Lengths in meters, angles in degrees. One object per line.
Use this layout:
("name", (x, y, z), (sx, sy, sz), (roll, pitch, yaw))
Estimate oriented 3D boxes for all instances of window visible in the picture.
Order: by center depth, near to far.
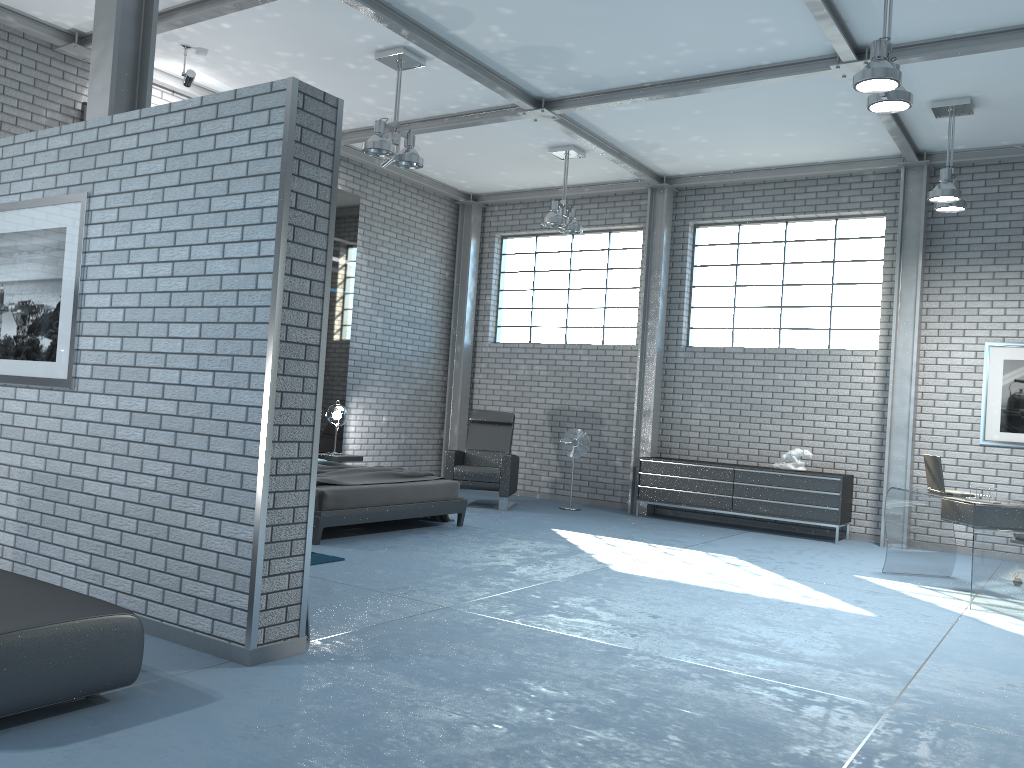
("window", (3.092, -1.127, 10.115), (2.200, 1.500, 0.100), (3, -2, 33))
("window", (0.753, -1.245, 11.651), (2.200, 1.500, 0.100), (3, -2, 33))

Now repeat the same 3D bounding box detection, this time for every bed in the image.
("bed", (-1.833, 0.924, 8.269), (2.261, 0.674, 2.290), (3, -2, 33))

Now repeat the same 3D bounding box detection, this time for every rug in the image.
("rug", (-2.287, 1.171, 6.450), (2.060, 0.012, 0.886), (3, -2, 33))

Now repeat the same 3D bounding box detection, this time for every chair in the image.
("chair", (-0.319, 0.856, 10.367), (0.763, 1.099, 0.940), (4, -1, 8))

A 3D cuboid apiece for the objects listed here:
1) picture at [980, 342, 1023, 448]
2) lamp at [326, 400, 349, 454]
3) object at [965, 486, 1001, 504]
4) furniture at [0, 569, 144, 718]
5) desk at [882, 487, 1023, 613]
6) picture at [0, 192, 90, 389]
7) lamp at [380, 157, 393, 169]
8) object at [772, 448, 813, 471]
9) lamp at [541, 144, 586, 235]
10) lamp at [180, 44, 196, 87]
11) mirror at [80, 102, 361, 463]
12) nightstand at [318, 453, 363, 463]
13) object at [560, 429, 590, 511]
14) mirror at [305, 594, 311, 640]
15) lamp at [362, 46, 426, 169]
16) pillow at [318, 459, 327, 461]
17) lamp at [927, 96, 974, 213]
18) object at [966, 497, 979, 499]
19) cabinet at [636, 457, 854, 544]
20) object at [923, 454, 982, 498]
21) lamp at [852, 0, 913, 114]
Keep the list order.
("picture", (5.270, 0.122, 8.355), (1.490, 1.015, 0.020), (3, -2, 33))
("lamp", (-1.955, 0.477, 9.887), (0.250, 0.596, 0.259), (3, -2, 42))
("object", (3.285, 0.771, 6.183), (0.100, 0.102, 0.200), (5, -2, -32))
("furniture", (-2.065, 0.907, 3.339), (1.291, 0.301, 0.685), (3, -2, 33))
("desk", (3.394, 1.202, 6.678), (0.593, 0.718, 1.358), (4, -1, -2))
("picture", (-2.835, -0.511, 4.959), (1.490, 1.015, 0.020), (3, -2, 33))
("lamp", (-1.362, -2.521, 9.660), (0.161, 0.343, 0.137), (4, -1, 3))
("object", (2.992, 0.802, 9.460), (0.151, 0.244, 0.496), (5, -2, -32))
("lamp", (0.577, -2.125, 9.674), (0.300, 0.872, 0.639), (3, -2, 33))
("lamp", (-2.754, -2.686, 7.503), (0.137, 0.311, 0.166), (5, -2, -32))
("mirror", (-2.838, -0.554, 8.923), (0.050, 3.500, 3.400), (3, -2, 33))
("nightstand", (-1.947, 1.032, 9.809), (0.400, 0.501, 0.400), (3, -2, 33))
("object", (0.718, 1.001, 10.479), (0.342, 0.954, 0.258), (4, -1, -1))
("mirror", (-1.240, 0.699, 4.302), (0.674, 0.978, 0.165), (3, -2, 33))
("lamp", (-0.951, -2.288, 7.333), (0.300, 0.872, 0.639), (3, -2, 33))
("pillow", (-2.544, 0.772, 8.648), (0.567, 0.115, 1.810), (3, -2, 33))
("lamp", (3.751, -1.965, 7.590), (0.300, 0.872, 0.639), (3, -2, 33))
("object", (3.333, 0.827, 6.418), (0.107, 0.010, 0.044), (5, -2, -24))
("cabinet", (2.506, 1.239, 9.749), (2.250, 0.682, 0.510), (3, -2, 33))
("object", (3.366, 0.699, 6.782), (0.320, 0.288, 0.380), (4, -1, 8))
("lamp", (2.222, -2.128, 5.250), (0.300, 0.872, 0.639), (3, -2, 33))
